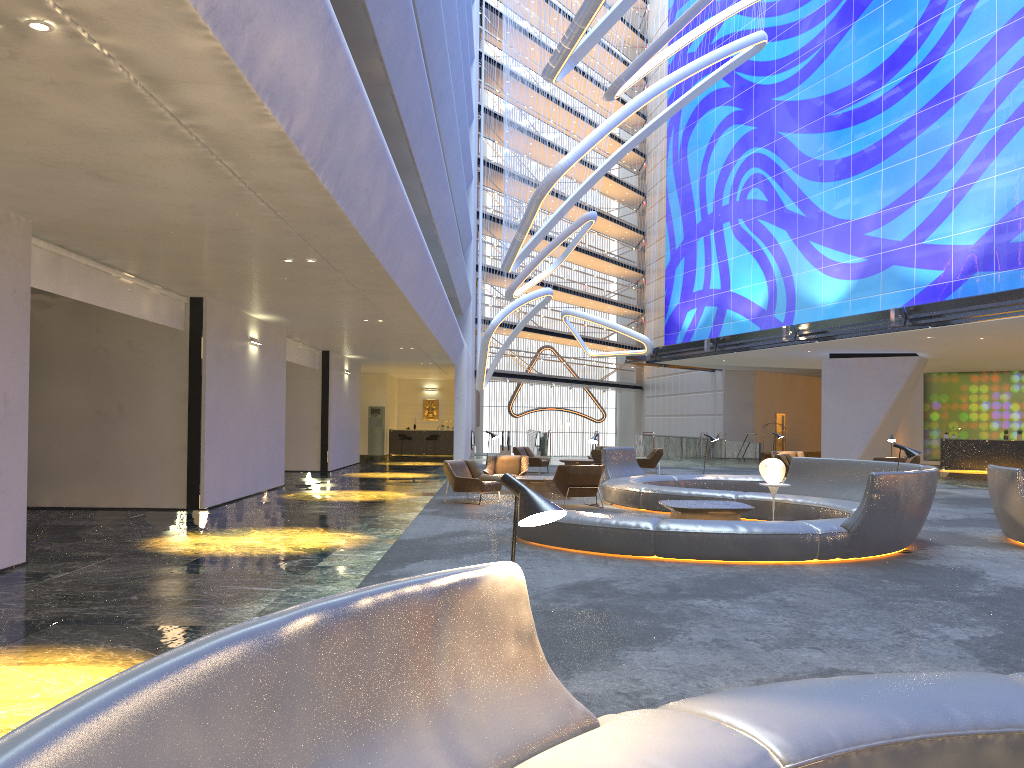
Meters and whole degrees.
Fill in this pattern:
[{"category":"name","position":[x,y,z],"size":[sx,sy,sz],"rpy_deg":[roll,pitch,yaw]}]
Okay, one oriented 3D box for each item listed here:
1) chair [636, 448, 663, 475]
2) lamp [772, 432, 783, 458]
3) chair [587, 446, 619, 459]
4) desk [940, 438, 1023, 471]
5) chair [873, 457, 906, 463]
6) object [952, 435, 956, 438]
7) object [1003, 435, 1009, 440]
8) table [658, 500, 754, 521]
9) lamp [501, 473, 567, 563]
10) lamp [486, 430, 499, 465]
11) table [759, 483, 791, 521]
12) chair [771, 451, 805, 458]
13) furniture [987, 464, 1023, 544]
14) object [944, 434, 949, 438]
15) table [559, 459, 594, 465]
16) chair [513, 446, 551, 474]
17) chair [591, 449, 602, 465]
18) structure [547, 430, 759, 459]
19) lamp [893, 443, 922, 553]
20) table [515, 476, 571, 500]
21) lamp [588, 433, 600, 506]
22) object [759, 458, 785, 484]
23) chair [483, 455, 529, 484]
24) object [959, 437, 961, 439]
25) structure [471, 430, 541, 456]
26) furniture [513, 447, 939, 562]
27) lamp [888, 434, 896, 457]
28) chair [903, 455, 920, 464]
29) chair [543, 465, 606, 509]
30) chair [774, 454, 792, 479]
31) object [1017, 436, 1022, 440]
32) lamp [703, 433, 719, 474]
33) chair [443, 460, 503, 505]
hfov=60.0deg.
[{"category":"chair","position":[3.904,2.257,25.839],"size":[0.938,0.766,0.930],"rpy_deg":[1,-2,1]},{"category":"lamp","position":[7.321,1.976,24.517],"size":[0.384,1.300,0.202],"rpy_deg":[1,-1,16]},{"category":"chair","position":[2.897,2.302,27.231],"size":[0.929,0.766,0.939],"rpy_deg":[0,-2,26]},{"category":"desk","position":[16.792,2.490,31.208],"size":[2.977,1.097,0.814],"rpy_deg":[-1,-2,38]},{"category":"chair","position":[8.899,2.132,21.351],"size":[0.929,0.766,0.939],"rpy_deg":[1,-2,-17]},{"category":"object","position":[15.781,1.894,31.653],"size":[0.107,0.108,0.111],"rpy_deg":[0,-2,33]},{"category":"object","position":[17.105,1.852,30.687],"size":[0.150,0.145,0.150],"rpy_deg":[0,-2,32]},{"category":"table","position":[2.640,1.841,12.141],"size":[1.203,0.392,1.204],"rpy_deg":[1,-2,-1]},{"category":"lamp","position":[0.037,0.980,3.223],"size":[0.202,1.300,0.384],"rpy_deg":[1,-1,-42]},{"category":"lamp","position":[-0.449,1.631,18.764],"size":[0.384,1.300,0.202],"rpy_deg":[1,-1,16]},{"category":"table","position":[3.902,1.789,13.204],"size":[0.418,0.595,0.428],"rpy_deg":[1,-1,-2]},{"category":"chair","position":[7.658,2.248,24.464],"size":[0.929,0.766,0.939],"rpy_deg":[1,-2,5]},{"category":"furniture","position":[9.191,1.461,8.553],"size":[5.185,0.969,9.934],"rpy_deg":[1,-2,-9]},{"category":"object","position":[15.577,1.877,31.790],"size":[0.149,0.149,0.149],"rpy_deg":[0,-2,33]},{"category":"table","position":[2.006,2.417,25.966],"size":[1.203,0.392,1.204],"rpy_deg":[0,-2,17]},{"category":"chair","position":[0.558,2.205,25.649],"size":[0.938,0.766,0.930],"rpy_deg":[0,-2,24]},{"category":"chair","position":[2.699,2.175,24.288],"size":[0.939,0.766,0.929],"rpy_deg":[2,-2,-39]},{"category":"structure","position":[5.946,6.686,48.383],"size":[9.304,8.395,19.747],"rpy_deg":[1,-2,-1]},{"category":"lamp","position":[4.659,1.350,10.529],"size":[0.384,1.300,0.202],"rpy_deg":[1,-1,16]},{"category":"table","position":[0.647,2.039,17.435],"size":[1.203,0.392,1.204],"rpy_deg":[1,-2,-1]},{"category":"lamp","position":[1.471,1.533,15.833],"size":[0.202,1.300,0.384],"rpy_deg":[1,-1,16]},{"category":"object","position":[3.867,1.296,13.178],"size":[0.367,0.387,0.318],"rpy_deg":[1,-1,6]},{"category":"chair","position":[-0.112,1.903,18.712],"size":[0.929,0.766,0.939],"rpy_deg":[1,-2,5]},{"category":"object","position":[15.946,1.910,31.540],"size":[0.072,0.070,0.073],"rpy_deg":[0,-2,33]},{"category":"structure","position":[-0.477,6.546,47.833],"size":[3.016,8.235,19.843],"rpy_deg":[1,-2,-1]},{"category":"furniture","position":[3.501,1.624,14.139],"size":[5.185,0.969,9.935],"rpy_deg":[0,-2,16]},{"category":"lamp","position":[9.241,1.878,21.586],"size":[0.202,1.300,0.384],"rpy_deg":[1,-1,16]},{"category":"chair","position":[9.900,2.204,22.746],"size":[0.938,0.766,0.930],"rpy_deg":[1,-2,7]},{"category":"chair","position":[1.129,1.787,15.598],"size":[0.929,0.766,0.939],"rpy_deg":[1,-2,-17]},{"category":"chair","position":[7.046,2.136,22.003],"size":[0.938,0.766,0.930],"rpy_deg":[0,-2,32]},{"category":"object","position":[17.455,1.848,30.477],"size":[0.150,0.145,0.150],"rpy_deg":[0,-2,32]},{"category":"lamp","position":[4.182,1.692,18.765],"size":[0.384,1.300,0.202],"rpy_deg":[1,-1,16]},{"category":"chair","position":[-0.724,1.791,16.250],"size":[0.938,0.766,0.930],"rpy_deg":[0,-2,32]}]
